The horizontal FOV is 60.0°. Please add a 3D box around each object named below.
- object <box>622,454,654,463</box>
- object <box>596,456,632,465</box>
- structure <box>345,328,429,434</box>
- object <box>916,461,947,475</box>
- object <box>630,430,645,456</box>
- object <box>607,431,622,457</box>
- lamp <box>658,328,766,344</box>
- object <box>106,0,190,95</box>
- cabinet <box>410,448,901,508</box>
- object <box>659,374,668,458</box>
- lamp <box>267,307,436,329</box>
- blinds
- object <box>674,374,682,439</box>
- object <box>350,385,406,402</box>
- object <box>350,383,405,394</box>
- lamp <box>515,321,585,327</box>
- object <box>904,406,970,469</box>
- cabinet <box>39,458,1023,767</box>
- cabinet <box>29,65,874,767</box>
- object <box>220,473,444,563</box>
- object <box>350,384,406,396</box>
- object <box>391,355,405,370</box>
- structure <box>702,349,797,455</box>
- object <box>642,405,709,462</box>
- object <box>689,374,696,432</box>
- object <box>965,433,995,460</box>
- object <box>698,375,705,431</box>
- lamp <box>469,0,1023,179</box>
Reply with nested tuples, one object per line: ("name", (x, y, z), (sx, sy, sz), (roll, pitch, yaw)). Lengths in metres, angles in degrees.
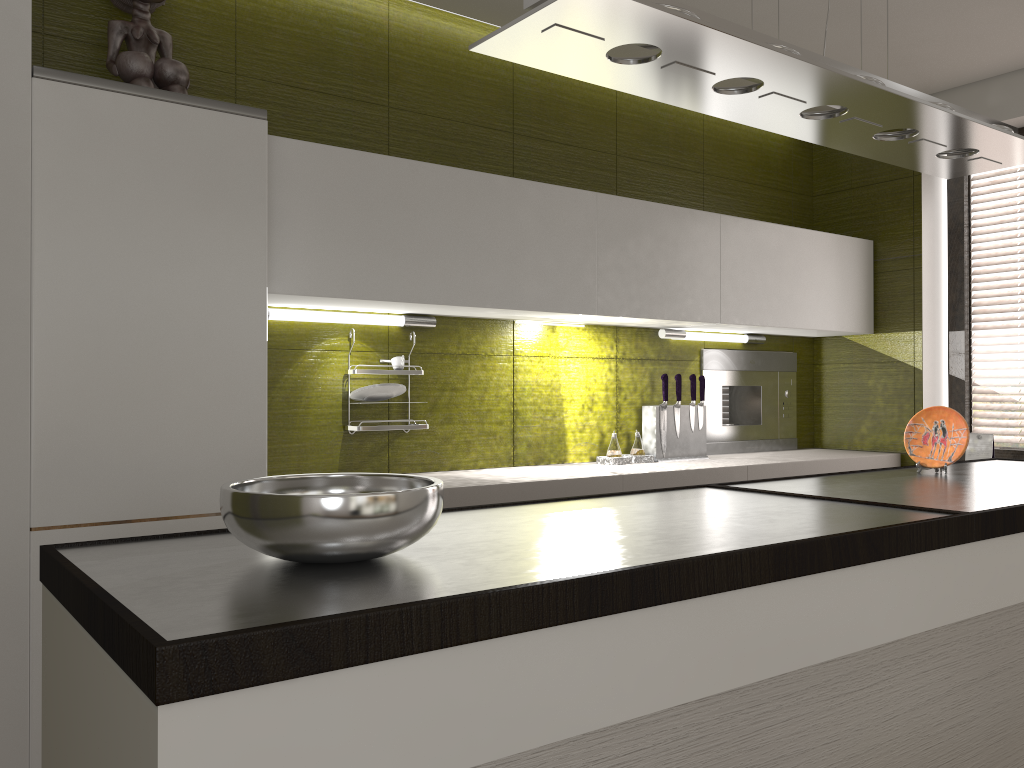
("object", (0.499, 0.297, 3.520), (0.107, 0.032, 0.107), (0, -1, -24))
("object", (0.395, 0.296, 3.428), (0.107, 0.032, 0.107), (0, -1, -36))
("structure", (-0.411, -0.008, 2.921), (0.266, 0.346, 0.110), (0, -1, -36))
("object", (1.217, 0.190, 2.543), (0.072, 0.131, 0.088), (0, -1, -41))
("object", (0.499, 0.242, 3.520), (0.059, 0.121, 0.059), (0, -1, 21))
("object", (0.395, 0.241, 3.429), (0.059, 0.121, 0.059), (0, -1, 10))
("lamp", (0.890, -0.206, 3.883), (0.716, 0.041, 0.095), (0, -1, -36))
("object", (-0.977, -0.945, 2.370), (0.195, 0.488, 0.304), (0, -1, -38))
("cabinet", (0.424, 0.851, 3.307), (2.940, 1.086, 0.465), (0, -1, -36))
("object", (0.605, 0.127, 3.543), (0.046, 0.339, 0.013), (0, -1, -36))
("lamp", (-0.561, -0.214, 2.861), (0.715, 0.041, 0.041), (0, -1, -36))
("blinds", (3.031, -2.845, 7.636), (16.000, 12.704, 9.030), (0, -1, 3))
("object", (0.669, 0.090, 3.590), (0.042, 0.264, 0.013), (0, -1, -36))
("object", (-0.432, 0.031, 2.864), (0.181, 0.052, 0.173), (0, -1, -36))
("object", (-0.433, 0.025, 2.865), (0.181, 0.052, 0.173), (0, -1, -36))
("lamp", (0.149, -0.229, 3.397), (0.334, 0.008, 0.008), (0, -1, -36))
("object", (1.217, 0.152, 2.544), (0.055, 0.178, 0.184), (0, -1, -40))
("cabinet", (0.675, 0.814, 1.931), (2.947, 1.134, 0.663), (0, -1, -36))
("cabinet", (0.136, 0.349, 3.254), (3.471, 2.089, 0.724), (0, -1, -36))
("object", (-0.254, 0.194, 1.269), (0.311, 0.105, 0.311), (0, -1, -23))
("object", (-0.432, 0.028, 2.865), (0.181, 0.052, 0.173), (0, -1, -36))
("object", (-0.381, -0.068, 2.956), (0.046, 0.053, 0.051), (0, -1, -5))
("structure", (1.104, 0.083, 4.079), (0.663, 0.469, 0.015), (0, -1, -36))
("object", (0.668, 0.201, 3.638), (0.293, 0.227, 0.107), (0, -1, -36))
("object", (0.741, 0.080, 3.642), (0.036, 0.243, 0.013), (0, -1, -36))
("object", (1.975, 0.294, 3.742), (0.057, 0.169, 0.106), (0, -1, -42))
("object", (0.782, 0.079, 3.672), (0.040, 0.231, 0.013), (0, -1, -36))
("lamp", (0.694, -0.944, 1.979), (1.677, 0.683, 0.326), (0, -1, -36))
